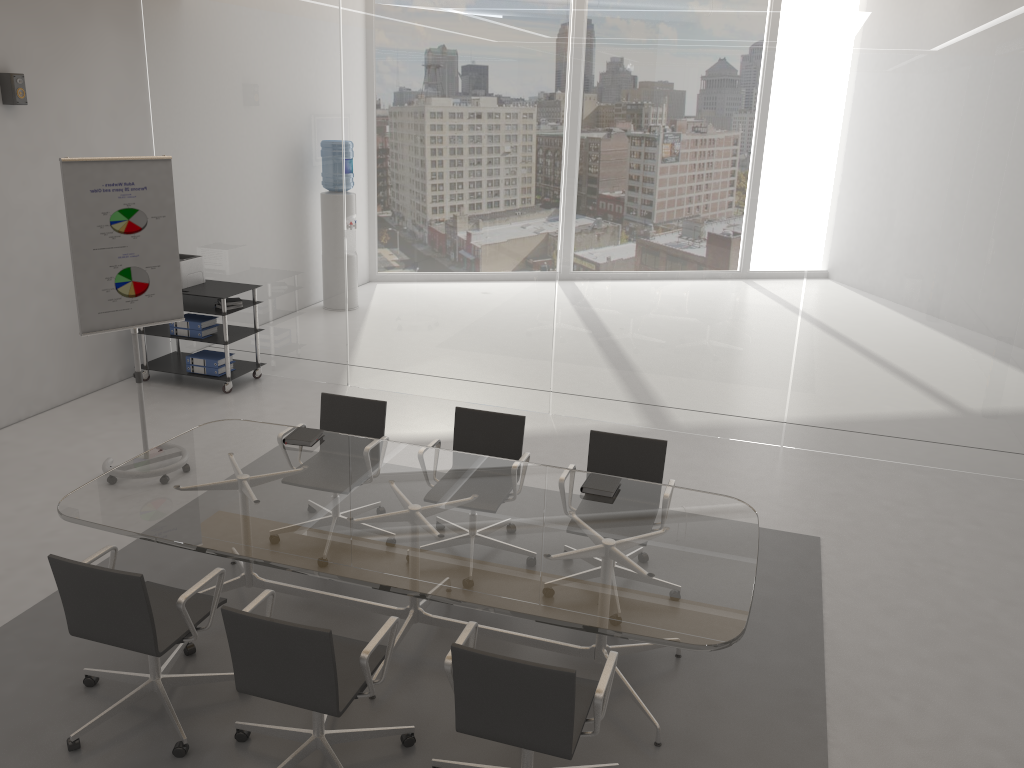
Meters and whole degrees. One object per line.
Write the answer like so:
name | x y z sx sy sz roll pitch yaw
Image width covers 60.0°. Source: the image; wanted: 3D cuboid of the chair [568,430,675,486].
chair | 0.539 0.743 4.648 0.731 0.805 0.710 2 18 0

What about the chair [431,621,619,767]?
chair | 0.066 1.178 3.246 0.731 0.805 0.710 2 18 0

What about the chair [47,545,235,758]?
chair | -1.493 0.973 3.697 0.731 0.805 0.710 2 18 0

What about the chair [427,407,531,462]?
chair | -0.215 0.622 4.933 0.731 0.805 0.710 2 18 0

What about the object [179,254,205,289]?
object | -2.935 -0.992 7.754 0.351 0.235 0.350 7 19 16

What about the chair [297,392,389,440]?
chair | -1.024 0.542 5.087 0.731 0.805 0.710 2 18 0

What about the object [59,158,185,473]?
object | -2.427 -0.379 5.685 0.560 2.088 0.553 3 18 2

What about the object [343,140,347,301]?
object | -2.057 -1.878 10.561 0.436 1.967 0.436 -15 24 -42

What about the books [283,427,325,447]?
books | -1.119 0.283 4.773 0.164 0.032 0.183 5 18 10

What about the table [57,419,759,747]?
table | -0.459 0.897 4.178 3.054 0.721 1.372 7 19 16

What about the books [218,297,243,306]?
books | -2.426 -0.710 7.639 0.183 0.032 0.164 -8 20 -28

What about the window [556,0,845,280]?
window | 2.246 -3.716 12.630 8.533 4.498 0.100 -2 18 -12

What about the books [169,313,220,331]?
books | -2.760 -0.542 7.716 0.320 0.077 0.263 7 19 16

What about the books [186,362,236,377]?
books | -2.638 -0.150 7.783 0.320 0.077 0.263 7 19 16

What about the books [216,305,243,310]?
books | -2.433 -0.676 7.639 0.146 0.028 0.170 15 22 34

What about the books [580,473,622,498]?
books | 0.434 0.492 4.312 0.164 0.032 0.183 8 19 18

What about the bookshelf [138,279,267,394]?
bookshelf | -2.772 -0.446 7.858 0.985 0.855 0.567 7 19 16

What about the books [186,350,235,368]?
books | -2.635 -0.220 7.762 0.320 0.077 0.263 7 19 16

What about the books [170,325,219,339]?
books | -2.764 -0.472 7.737 0.320 0.077 0.263 7 19 16

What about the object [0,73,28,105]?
object | -3.567 -2.112 6.352 0.123 0.216 0.117 7 19 16

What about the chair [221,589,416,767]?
chair | -0.742 1.096 3.406 0.731 0.805 0.710 2 18 0
